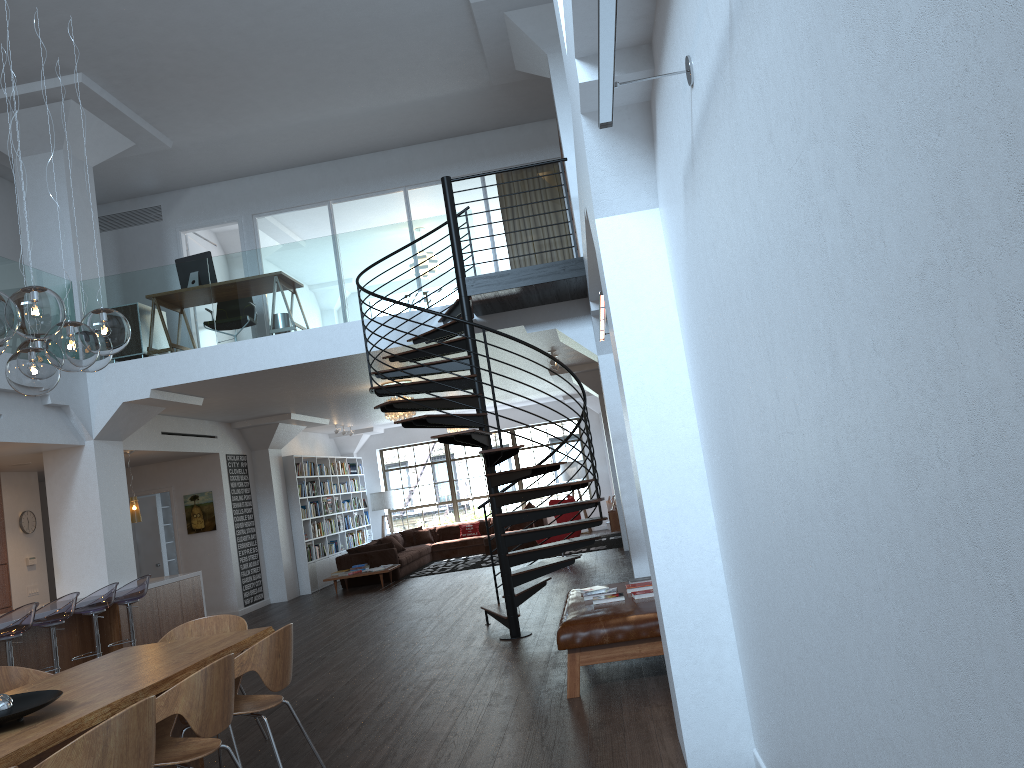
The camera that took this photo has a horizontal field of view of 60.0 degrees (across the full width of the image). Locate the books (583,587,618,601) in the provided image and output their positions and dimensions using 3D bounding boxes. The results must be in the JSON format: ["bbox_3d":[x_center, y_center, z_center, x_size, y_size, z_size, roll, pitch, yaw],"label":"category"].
[{"bbox_3d":[0.656,1.556,6.566,0.247,0.040,0.185,-10,-6,8],"label":"books"}]

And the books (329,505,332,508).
[{"bbox_3d":[-3.623,2.405,17.310,0.168,0.045,0.231,-9,-6,0],"label":"books"}]

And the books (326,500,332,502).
[{"bbox_3d":[-3.650,2.304,17.348,0.223,0.027,0.161,-8,-6,-6],"label":"books"}]

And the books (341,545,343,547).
[{"bbox_3d":[-3.505,3.236,17.640,0.254,0.032,0.174,-10,-6,10],"label":"books"}]

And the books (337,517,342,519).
[{"bbox_3d":[-3.523,2.689,17.725,0.208,0.024,0.144,-10,-6,10],"label":"books"}]

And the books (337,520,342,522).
[{"bbox_3d":[-3.529,2.744,17.727,0.223,0.032,0.161,-9,-6,5],"label":"books"}]

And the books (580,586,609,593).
[{"bbox_3d":[0.639,1.599,6.886,0.161,0.031,0.223,-7,-6,-17],"label":"books"}]

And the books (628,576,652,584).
[{"bbox_3d":[1.041,1.530,6.893,0.254,0.044,0.183,-9,-6,-1],"label":"books"}]

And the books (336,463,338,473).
[{"bbox_3d":[-3.648,1.748,18.070,0.189,0.247,0.057,-9,-6,5],"label":"books"}]

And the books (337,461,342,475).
[{"bbox_3d":[-3.628,1.752,18.340,0.176,0.290,0.053,-9,-6,5],"label":"books"}]

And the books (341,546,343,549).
[{"bbox_3d":[-3.496,3.267,17.634,0.284,0.033,0.197,-8,-6,-10],"label":"books"}]

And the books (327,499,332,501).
[{"bbox_3d":[-3.634,2.275,17.341,0.144,0.024,0.208,-10,-6,10],"label":"books"}]

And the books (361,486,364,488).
[{"bbox_3d":[-3.444,2.307,19.694,0.254,0.032,0.174,-14,-8,39],"label":"books"}]

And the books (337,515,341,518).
[{"bbox_3d":[-3.532,2.657,17.722,0.185,0.041,0.129,-11,-6,19],"label":"books"}]

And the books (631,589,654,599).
[{"bbox_3d":[0.962,1.476,6.250,0.224,0.036,0.161,-9,-6,-1],"label":"books"}]

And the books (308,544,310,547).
[{"bbox_3d":[-3.666,2.862,15.634,0.174,0.045,0.240,-8,-6,-6],"label":"books"}]

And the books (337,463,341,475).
[{"bbox_3d":[-3.630,1.765,18.255,0.171,0.246,0.057,-9,-6,5],"label":"books"}]

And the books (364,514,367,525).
[{"bbox_3d":[-3.303,3.001,19.549,0.172,0.235,0.112,-9,-6,5],"label":"books"}]

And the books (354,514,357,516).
[{"bbox_3d":[-3.418,2.790,18.832,0.223,0.031,0.161,-9,-6,5],"label":"books"}]

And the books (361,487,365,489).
[{"bbox_3d":[-3.440,2.340,19.696,0.284,0.033,0.197,-11,-6,20],"label":"books"}]

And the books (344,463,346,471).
[{"bbox_3d":[-3.586,1.802,18.683,0.160,0.250,0.026,-9,-6,5],"label":"books"}]

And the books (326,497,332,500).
[{"bbox_3d":[-3.633,2.240,17.340,0.129,0.043,0.185,-11,-6,19],"label":"books"}]

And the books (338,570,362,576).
[{"bbox_3d":[-2.692,3.140,14.720,0.236,0.035,0.340,-12,-7,30],"label":"books"}]

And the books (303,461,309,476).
[{"bbox_3d":[-3.829,1.562,16.271,0.176,0.293,0.125,-9,-6,5],"label":"books"}]

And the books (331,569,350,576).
[{"bbox_3d":[-2.902,3.207,15.081,0.241,0.045,0.334,-10,-6,6],"label":"books"}]

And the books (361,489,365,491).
[{"bbox_3d":[-3.435,2.373,19.692,0.284,0.035,0.197,-13,-7,35],"label":"books"}]

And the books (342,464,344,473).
[{"bbox_3d":[-3.606,1.797,18.509,0.168,0.231,0.037,-9,-6,5],"label":"books"}]

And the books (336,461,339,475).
[{"bbox_3d":[-3.629,1.725,18.121,0.140,0.298,0.044,-9,-6,5],"label":"books"}]

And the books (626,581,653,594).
[{"bbox_3d":[0.991,1.503,6.579,0.283,0.043,0.197,-9,-6,4],"label":"books"}]

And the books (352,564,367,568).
[{"bbox_3d":[-2.594,3.099,15.122,0.224,0.027,0.157,-10,-6,10],"label":"books"}]

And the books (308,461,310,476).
[{"bbox_3d":[-3.826,1.569,16.333,0.197,0.290,0.136,-9,-6,5],"label":"books"}]

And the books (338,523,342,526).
[{"bbox_3d":[-3.519,2.819,17.721,0.231,0.044,0.168,-9,-6,0],"label":"books"}]

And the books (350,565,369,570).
[{"bbox_3d":[-2.593,3.130,15.121,0.279,0.035,0.191,-10,-6,15],"label":"books"}]

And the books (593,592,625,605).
[{"bbox_3d":[0.687,1.524,6.299,0.224,0.032,0.161,-9,-6,5],"label":"books"}]

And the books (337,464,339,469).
[{"bbox_3d":[-3.638,1.764,18.209,0.159,0.241,0.038,-9,-6,5],"label":"books"}]

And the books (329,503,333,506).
[{"bbox_3d":[-3.623,2.362,17.310,0.183,0.042,0.253,-9,-6,5],"label":"books"}]

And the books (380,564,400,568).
[{"bbox_3d":[-2.112,3.079,15.006,0.256,0.035,0.350,-12,-7,30],"label":"books"}]

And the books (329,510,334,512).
[{"bbox_3d":[-3.601,2.485,17.291,0.160,0.039,0.251,-10,-6,10],"label":"books"}]

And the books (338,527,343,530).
[{"bbox_3d":[-3.518,2.899,17.702,0.251,0.037,0.160,-10,-6,10],"label":"books"}]

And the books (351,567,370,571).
[{"bbox_3d":[-2.584,3.164,15.113,0.312,0.037,0.216,-8,-6,-5],"label":"books"}]

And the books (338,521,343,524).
[{"bbox_3d":[-3.531,2.779,17.717,0.253,0.040,0.183,-9,-6,5],"label":"books"}]

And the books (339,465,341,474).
[{"bbox_3d":[-3.624,1.780,18.296,0.161,0.223,0.027,-9,-6,5],"label":"books"}]

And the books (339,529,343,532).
[{"bbox_3d":[-3.510,2.935,17.696,0.246,0.038,0.171,-9,-6,5],"label":"books"}]

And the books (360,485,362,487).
[{"bbox_3d":[-3.451,2.279,19.701,0.204,0.025,0.144,-13,-7,35],"label":"books"}]

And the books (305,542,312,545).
[{"bbox_3d":[-3.666,2.822,15.615,0.223,0.027,0.161,-10,-6,14],"label":"books"}]

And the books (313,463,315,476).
[{"bbox_3d":[-3.784,1.610,16.621,0.182,0.255,0.077,-9,-6,5],"label":"books"}]

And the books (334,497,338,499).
[{"bbox_3d":[-3.599,2.286,17.673,0.224,0.030,0.161,-10,-6,15],"label":"books"}]

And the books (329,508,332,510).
[{"bbox_3d":[-3.632,2.450,17.293,0.180,0.042,0.259,-9,-6,5],"label":"books"}]

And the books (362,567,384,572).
[{"bbox_3d":[-2.298,3.072,14.678,0.231,0.040,0.342,-3,-9,-45],"label":"books"}]

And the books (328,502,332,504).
[{"bbox_3d":[-3.634,2.328,17.320,0.161,0.033,0.223,-9,-6,5],"label":"books"}]

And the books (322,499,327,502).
[{"bbox_3d":[-3.661,2.235,16.931,0.174,0.045,0.240,-9,-6,4],"label":"books"}]

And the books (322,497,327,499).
[{"bbox_3d":[-3.661,2.196,16.913,0.223,0.027,0.161,-10,-6,14],"label":"books"}]

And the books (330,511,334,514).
[{"bbox_3d":[-3.592,2.523,17.289,0.171,0.039,0.246,-9,-6,5],"label":"books"}]

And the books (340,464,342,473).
[{"bbox_3d":[-3.618,1.788,18.376,0.161,0.223,0.026,-9,-6,5],"label":"books"}]

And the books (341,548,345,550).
[{"bbox_3d":[-3.491,3.301,17.630,0.284,0.035,0.197,-9,-6,5],"label":"books"}]

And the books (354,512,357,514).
[{"bbox_3d":[-3.422,2.762,18.843,0.224,0.030,0.161,-10,-6,15],"label":"books"}]

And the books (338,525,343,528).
[{"bbox_3d":[-3.525,2.864,17.731,0.259,0.040,0.180,-9,-6,5],"label":"books"}]
